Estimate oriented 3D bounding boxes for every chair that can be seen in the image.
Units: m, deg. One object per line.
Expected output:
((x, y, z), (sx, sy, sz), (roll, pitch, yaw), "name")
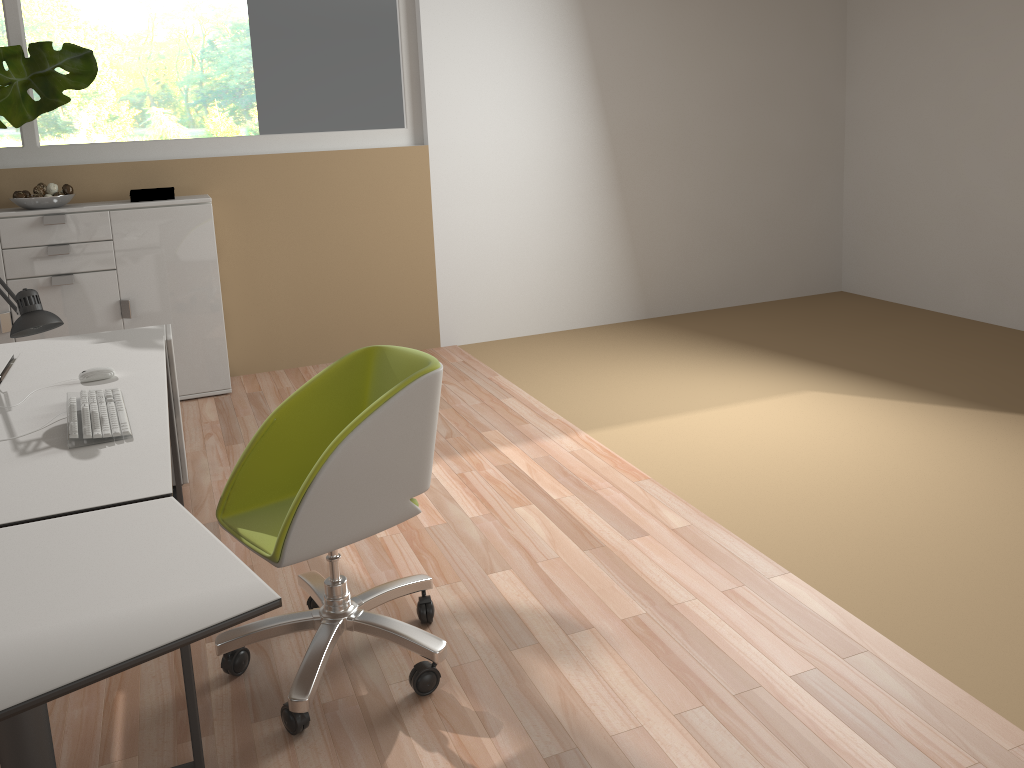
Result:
((-0.456, 0.358, 2.339), (0.627, 0.791, 0.608), (9, 17, 42), "chair")

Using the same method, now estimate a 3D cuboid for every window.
((-2.282, -2.108, 4.807), (3.654, 1.759, 0.046), (-9, 12, -21), "window")

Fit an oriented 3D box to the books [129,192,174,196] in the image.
((-1.954, -1.035, 4.781), (0.223, 0.006, 0.161), (-9, 18, -19), "books")

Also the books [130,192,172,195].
((-1.956, -1.041, 4.784), (0.223, 0.007, 0.160), (-9, 18, -21), "books")

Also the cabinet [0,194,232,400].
((-2.353, -0.401, 4.685), (1.531, 1.060, 0.424), (-8, 12, -21), "cabinet")

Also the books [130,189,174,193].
((-1.953, -1.051, 4.780), (0.223, 0.007, 0.160), (-9, 18, -21), "books")

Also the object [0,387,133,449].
((-1.214, 0.118, 2.296), (0.390, 0.078, 0.465), (-11, 18, -25), "object")

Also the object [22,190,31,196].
((-2.541, -0.980, 4.594), (0.056, 0.062, 0.055), (4, 15, 27), "object")

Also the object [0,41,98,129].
((-2.545, -1.313, 4.486), (0.863, 0.827, 0.269), (-9, 12, -24), "object")

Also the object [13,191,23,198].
((-2.544, -0.965, 4.540), (0.056, 0.063, 0.053), (-14, 17, -41), "object")

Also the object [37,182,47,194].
((-2.467, -1.022, 4.618), (0.053, 0.069, 0.053), (-6, 13, -15), "object")

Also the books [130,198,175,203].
((-1.953, -1.003, 4.787), (0.223, 0.007, 0.160), (-9, 18, -21), "books")

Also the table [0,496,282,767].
((-0.834, 0.708, 1.406), (0.932, 0.672, 0.826), (-9, 15, -23), "table")

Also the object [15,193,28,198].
((-2.509, -0.948, 4.501), (0.055, 0.060, 0.057), (3, 14, 22), "object")

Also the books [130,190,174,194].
((-1.956, -1.046, 4.783), (0.223, 0.007, 0.160), (-9, 18, -21), "books")

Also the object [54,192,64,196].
((-2.341, -0.964, 4.557), (0.054, 0.062, 0.057), (-15, 18, -42), "object")

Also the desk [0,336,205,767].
((-1.361, 0.414, 2.477), (0.808, 0.670, 1.635), (-8, 16, -20), "desk")

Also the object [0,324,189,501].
((-1.607, 0.166, 3.394), (0.625, 0.661, 0.314), (-8, 12, -21), "object")

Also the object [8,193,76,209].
((-2.434, -0.948, 4.574), (0.315, 0.062, 0.321), (8, 19, 32), "object")

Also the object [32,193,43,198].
((-2.410, -0.938, 4.481), (0.056, 0.064, 0.053), (-5, 13, -8), "object")

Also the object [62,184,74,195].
((-2.313, -1.008, 4.582), (0.053, 0.066, 0.054), (-6, 13, -13), "object")

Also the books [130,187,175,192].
((-1.953, -1.056, 4.780), (0.223, 0.006, 0.160), (-9, 18, -21), "books")

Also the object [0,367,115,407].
((-1.363, 0.026, 2.626), (0.376, 0.078, 0.142), (-17, 21, -41), "object")

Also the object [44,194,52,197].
((-2.385, -0.945, 4.532), (0.055, 0.064, 0.053), (-10, 15, -30), "object")

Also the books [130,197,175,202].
((-1.954, -1.008, 4.787), (0.223, 0.006, 0.160), (-9, 18, -21), "books")

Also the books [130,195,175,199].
((-1.955, -1.019, 4.785), (0.223, 0.006, 0.160), (-10, 18, -22), "books")

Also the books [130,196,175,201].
((-1.954, -1.014, 4.786), (0.223, 0.006, 0.160), (-9, 18, -21), "books")

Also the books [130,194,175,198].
((-1.953, -1.025, 4.785), (0.223, 0.006, 0.160), (-9, 18, -21), "books")

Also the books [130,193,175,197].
((-1.953, -1.030, 4.784), (0.223, 0.006, 0.160), (-9, 18, -21), "books")

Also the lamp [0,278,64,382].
((-1.520, -0.164, 2.618), (0.542, 0.517, 0.142), (6, 14, 33), "lamp")

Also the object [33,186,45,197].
((-2.427, -0.987, 4.517), (0.054, 0.062, 0.056), (-12, 16, -35), "object")

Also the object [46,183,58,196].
((-2.380, -1.007, 4.555), (0.056, 0.065, 0.052), (-2, 13, 2), "object")

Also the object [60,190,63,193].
((-2.348, -0.985, 4.617), (0.053, 0.064, 0.057), (-12, 16, -36), "object")
